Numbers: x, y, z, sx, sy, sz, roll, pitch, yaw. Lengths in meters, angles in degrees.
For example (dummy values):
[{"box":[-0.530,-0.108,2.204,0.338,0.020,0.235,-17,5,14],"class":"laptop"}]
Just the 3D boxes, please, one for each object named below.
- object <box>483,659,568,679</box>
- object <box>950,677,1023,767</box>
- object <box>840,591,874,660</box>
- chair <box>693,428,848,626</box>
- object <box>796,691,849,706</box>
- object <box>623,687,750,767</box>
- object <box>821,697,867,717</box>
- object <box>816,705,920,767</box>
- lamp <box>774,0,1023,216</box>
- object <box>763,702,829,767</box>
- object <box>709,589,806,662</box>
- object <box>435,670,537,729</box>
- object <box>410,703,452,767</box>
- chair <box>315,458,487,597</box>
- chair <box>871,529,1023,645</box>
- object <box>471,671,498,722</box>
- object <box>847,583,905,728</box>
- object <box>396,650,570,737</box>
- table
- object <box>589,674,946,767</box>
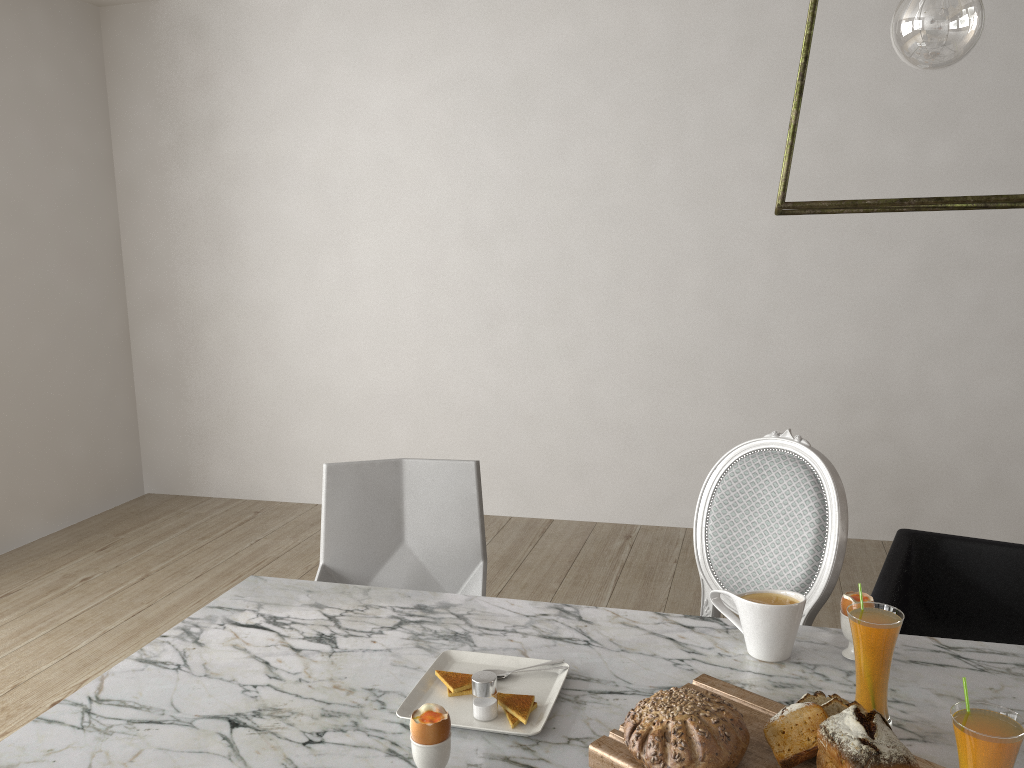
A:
[{"box":[0.019,0.439,1.358,0.132,0.013,0.032,-3,9,-9],"class":"object"},{"box":[0.491,0.413,0.923,0.071,0.188,0.071,5,11,36],"class":"object"},{"box":[0.540,0.377,1.389,0.050,0.101,0.050,1,9,12],"class":"object"},{"box":[0.410,0.533,1.815,0.505,0.833,0.480,-9,12,-41],"class":"chair"},{"box":[0.391,0.423,1.111,0.083,0.055,0.073,-3,9,-8],"class":"object"},{"box":[0.212,0.422,1.089,0.157,0.075,0.151,-9,12,-38],"class":"object"},{"box":[0.406,0.426,1.086,0.083,0.057,0.072,-3,9,-8],"class":"object"},{"box":[0.404,0.425,1.002,0.086,0.087,0.090,-2,9,-7],"class":"object"},{"box":[0.427,-0.732,0.851,0.584,1.108,0.584,4,11,31],"class":"lamp"},{"box":[0.348,0.424,1.074,0.079,0.067,0.074,-3,9,-12],"class":"object"},{"box":[0.384,0.377,1.426,0.170,0.105,0.110,5,11,36],"class":"object"},{"box":[-0.038,0.451,1.291,0.197,0.014,0.068,7,13,43],"class":"object"},{"box":[-0.098,0.443,1.076,0.050,0.101,0.050,3,10,23],"class":"object"},{"box":[-0.255,0.576,1.957,0.470,0.745,0.439,-1,9,1],"class":"chair"},{"box":[1.014,0.659,1.725,0.569,0.597,0.609,4,11,31],"class":"chair"},{"box":[-0.038,0.436,1.239,0.036,0.060,0.036,-7,11,-33],"class":"object"},{"box":[0.481,0.371,1.183,0.071,0.188,0.071,5,11,36],"class":"object"},{"box":[-0.036,0.452,1.301,0.212,0.014,0.212,1,10,15],"class":"object"},{"box":[0.214,0.766,1.198,1.781,0.583,0.870,1,10,16],"class":"table"},{"box":[0.315,0.472,1.084,0.260,0.031,0.360,-10,13,-43],"class":"object"}]
